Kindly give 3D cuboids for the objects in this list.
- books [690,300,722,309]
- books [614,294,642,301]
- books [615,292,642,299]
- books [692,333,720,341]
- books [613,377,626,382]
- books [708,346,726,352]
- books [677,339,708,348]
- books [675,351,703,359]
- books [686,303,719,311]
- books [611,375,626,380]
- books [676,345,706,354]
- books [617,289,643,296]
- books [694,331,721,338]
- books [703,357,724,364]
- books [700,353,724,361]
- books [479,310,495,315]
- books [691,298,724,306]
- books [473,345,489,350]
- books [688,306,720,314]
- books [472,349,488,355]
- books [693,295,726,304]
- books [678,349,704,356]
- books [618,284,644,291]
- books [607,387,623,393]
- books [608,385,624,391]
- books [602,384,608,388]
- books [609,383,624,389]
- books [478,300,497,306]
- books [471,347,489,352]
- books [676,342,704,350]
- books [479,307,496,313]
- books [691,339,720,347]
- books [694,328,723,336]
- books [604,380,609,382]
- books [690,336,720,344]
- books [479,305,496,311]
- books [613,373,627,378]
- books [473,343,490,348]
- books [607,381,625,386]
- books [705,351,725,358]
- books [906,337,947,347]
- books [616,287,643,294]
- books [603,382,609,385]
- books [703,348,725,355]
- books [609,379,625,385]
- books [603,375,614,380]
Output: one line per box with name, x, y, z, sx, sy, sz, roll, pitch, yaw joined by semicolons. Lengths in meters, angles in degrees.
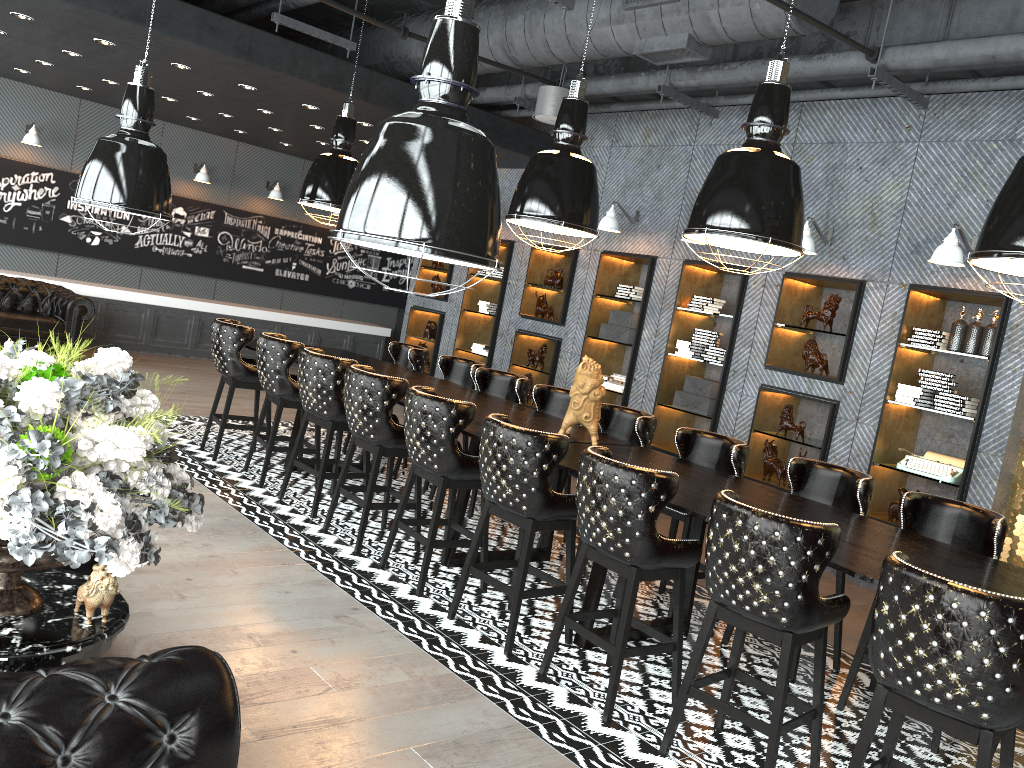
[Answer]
books;1.844;-0.753;8.423;0.193;0.028;0.246;7;6;-33
books;1.211;-0.884;9.155;0.193;0.028;0.246;6;7;-41
books;1.215;-0.911;9.140;0.193;0.028;0.246;8;6;-30
books;1.835;-0.441;8.384;0.246;0.028;0.193;12;6;19
books;1.161;-0.034;9.078;0.247;0.023;0.244;14;6;34
books;1.975;-0.315;8.244;0.193;0.028;0.246;5;8;-46
books;1.723;-0.383;8.451;0.245;0.028;0.194;7;6;-34
books;1.697;-0.273;8.456;0.194;0.028;0.245;15;7;42
books;1.811;-0.731;8.428;0.193;0.028;0.246;8;6;-30
books;1.143;-0.058;9.063;0.197;0.020;0.206;6;7;-39
books;1.715;-0.328;8.471;0.245;0.028;0.194;7;6;-35
books;1.236;-0.935;9.133;0.246;0.028;0.193;15;7;40
books;1.837;-0.467;8.363;0.245;0.028;0.193;12;5;10
books;1.932;-0.209;8.249;0.193;0.028;0.246;7;7;-37
books;1.902;-0.243;8.243;0.193;0.028;0.246;8;6;-30
books;-0.255;-0.864;10.816;0.245;0.028;0.194;5;8;-45
books;1.858;-0.779;8.425;0.246;0.028;0.193;15;7;41
books;-0.341;-0.440;10.890;0.175;0.024;0.243;15;7;40
books;1.824;-0.698;8.409;0.193;0.028;0.246;8;6;-25
books;-0.351;-0.387;10.873;0.243;0.034;0.179;12;6;18
books;1.876;-0.805;8.423;0.193;0.028;0.246;6;7;-41
books;1.727;-0.293;8.423;0.245;0.028;0.194;6;7;-42
books;1.244;-0.991;9.131;0.193;0.028;0.246;7;7;-38
books;1.111;0.065;9.066;0.167;0.023;0.228;6;7;-41
books;1.115;0.045;9.075;0.158;0.021;0.224;7;6;-32
books;0.967;0.009;9.316;0.243;0.034;0.179;13;6;28
books;1.118;0.023;9.074;0.202;0.022;0.228;7;7;-38
books;-0.254;-0.979;10.815;0.194;0.028;0.245;15;7;42
books;-0.362;-0.419;10.876;0.227;0.024;0.166;14;7;35
books;1.715;-0.353;8.425;0.245;0.028;0.194;8;6;-28
books;-0.248;-0.887;10.763;0.245;0.028;0.194;7;6;-32
books;1.821;-0.383;8.355;0.246;0.028;0.193;12;6;18
books;1.856;-0.493;8.365;0.246;0.028;0.193;13;6;24
books;0.964;-0.048;9.349;0.243;0.024;0.175;6;7;-42
books;1.819;-0.412;8.349;0.246;0.028;0.193;13;6;21
books;-0.252;-0.920;10.805;0.245;0.028;0.194;6;7;-41
books;1.161;-0.078;9.080;0.212;0.024;0.185;16;7;43
books;-0.346;-0.467;10.871;0.179;0.029;0.225;14;6;32
books;1.119;0.003;9.067;0.205;0.019;0.264;6;7;-42
books;1.960;-0.263;8.270;0.193;0.028;0.246;5;8;-45
books;3.187;-0.318;6.801;0.193;0.028;0.246;7;7;-37
books;1.229;-0.969;9.177;0.193;0.028;0.246;7;6;-35
books;0.956;-0.023;9.319;0.227;0.024;0.166;12;6;17
books;1.939;-0.296;8.269;0.246;0.028;0.193;15;7;39
books;1.128;-0.018;9.076;0.197;0.023;0.248;8;6;-24
books;0.977;-0.069;9.307;0.179;0.029;0.225;14;6;34
